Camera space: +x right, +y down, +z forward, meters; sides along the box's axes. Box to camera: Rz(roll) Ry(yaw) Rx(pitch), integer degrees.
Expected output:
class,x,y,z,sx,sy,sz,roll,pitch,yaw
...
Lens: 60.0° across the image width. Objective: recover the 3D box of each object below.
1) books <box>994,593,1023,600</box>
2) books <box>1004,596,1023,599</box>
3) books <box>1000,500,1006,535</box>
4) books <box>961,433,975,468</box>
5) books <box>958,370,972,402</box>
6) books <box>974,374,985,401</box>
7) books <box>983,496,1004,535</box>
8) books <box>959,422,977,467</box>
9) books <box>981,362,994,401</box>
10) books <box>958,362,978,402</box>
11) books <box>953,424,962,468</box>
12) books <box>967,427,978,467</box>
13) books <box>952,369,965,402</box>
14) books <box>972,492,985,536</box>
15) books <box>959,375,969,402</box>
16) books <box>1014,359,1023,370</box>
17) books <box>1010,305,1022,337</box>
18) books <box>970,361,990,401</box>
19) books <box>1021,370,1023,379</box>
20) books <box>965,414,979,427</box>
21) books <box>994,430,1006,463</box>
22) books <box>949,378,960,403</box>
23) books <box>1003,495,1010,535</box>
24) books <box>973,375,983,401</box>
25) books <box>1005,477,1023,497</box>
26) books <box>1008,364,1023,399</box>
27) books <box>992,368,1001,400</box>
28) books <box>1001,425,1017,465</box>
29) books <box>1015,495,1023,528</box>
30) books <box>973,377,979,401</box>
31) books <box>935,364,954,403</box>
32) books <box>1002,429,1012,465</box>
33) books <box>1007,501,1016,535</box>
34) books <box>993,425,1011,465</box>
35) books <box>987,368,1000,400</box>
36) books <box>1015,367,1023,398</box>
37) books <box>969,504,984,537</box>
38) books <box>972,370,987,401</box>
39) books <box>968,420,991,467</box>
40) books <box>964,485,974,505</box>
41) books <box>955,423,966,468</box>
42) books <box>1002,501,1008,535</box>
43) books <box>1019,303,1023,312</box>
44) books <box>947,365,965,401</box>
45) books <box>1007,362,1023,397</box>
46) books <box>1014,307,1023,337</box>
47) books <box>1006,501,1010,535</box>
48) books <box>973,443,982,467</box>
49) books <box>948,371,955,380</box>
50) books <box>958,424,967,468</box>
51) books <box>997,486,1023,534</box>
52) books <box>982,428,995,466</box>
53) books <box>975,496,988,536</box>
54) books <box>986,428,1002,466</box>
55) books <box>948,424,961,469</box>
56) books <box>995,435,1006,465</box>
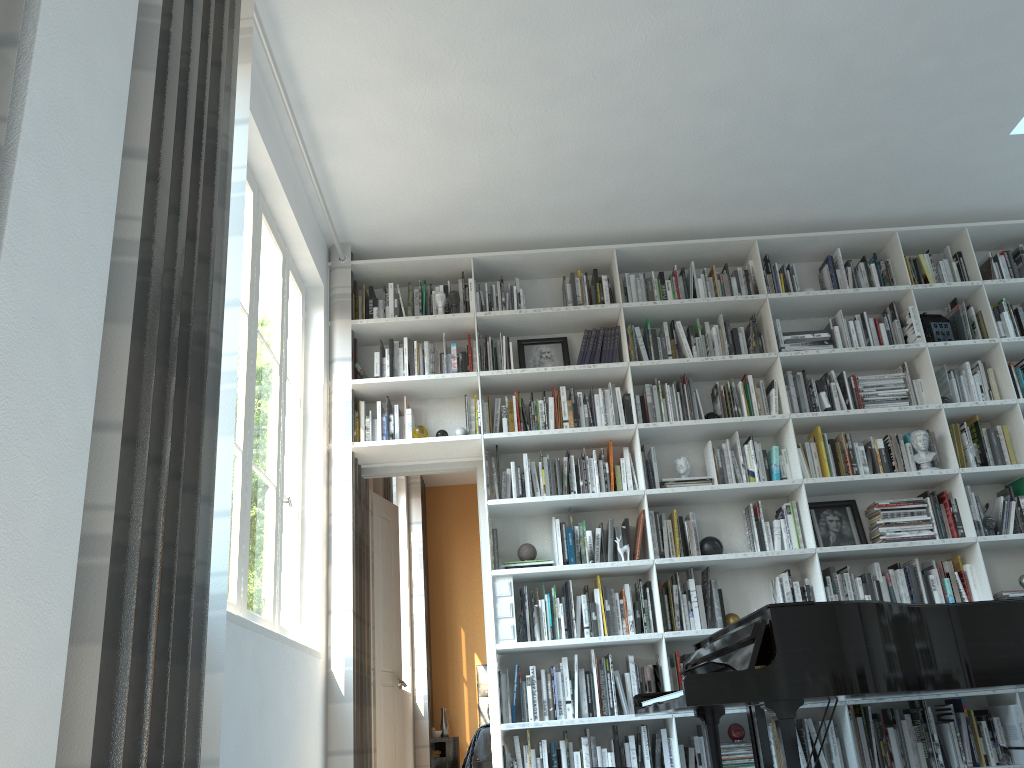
class,x,y,z,sx,sy,sz,roll,pitch,yaw
books,2.674,1.106,4.618,0.254,0.012,0.161,-4,-22,-1
books,2.676,1.121,4.624,0.254,0.012,0.161,-6,-22,3
books,2.617,0.754,4.809,0.089,0.209,0.176,-4,-22,-1
books,2.515,0.409,4.952,0.015,0.231,0.181,-4,-21,-1
books,2.578,0.062,5.090,0.023,0.235,0.179,-4,-21,-1
books,2.651,0.067,5.080,0.029,0.210,0.158,-4,-21,-1
books,2.599,0.745,4.808,0.095,0.227,0.190,-4,-22,-1
books,2.530,0.378,4.961,0.019,0.293,0.164,-4,-21,-1
books,2.701,0.035,5.100,0.025,0.276,0.173,-4,-21,-1
books,2.593,0.035,5.077,0.028,0.274,0.187,-4,-21,-1
books,2.468,0.388,4.970,0.035,0.292,0.145,-4,-21,-1
books,2.550,0.393,4.980,0.035,0.277,0.139,-4,-21,-1
books,2.536,0.061,5.096,0.028,0.249,0.165,-4,-21,-1
books,2.508,0.741,4.838,0.012,0.265,0.158,-4,-21,-1
books,2.563,0.079,5.089,0.023,0.206,0.171,-4,-22,-1
books,2.944,0.012,5.093,0.014,0.279,0.178,-4,-21,-1
books,2.962,-0.317,5.254,0.012,0.275,0.133,-4,-21,-1
books,2.684,0.029,5.104,0.028,0.292,0.155,-4,-21,-1
books,2.927,0.050,5.099,0.026,0.215,0.162,-4,-21,-1
books,2.605,0.355,4.975,0.021,0.336,0.170,-4,-21,-1
books,2.700,0.397,4.965,0.028,0.238,0.146,-4,-21,-1
books,2.502,0.087,5.069,0.028,0.185,0.182,-4,-22,-1
books,2.658,0.742,4.829,0.094,0.237,0.150,-4,-21,-1
books,2.631,0.075,5.077,0.027,0.195,0.186,-4,-22,-1
books,2.787,0.689,4.839,0.014,0.323,0.183,-4,-21,-1
books,2.858,0.036,5.093,0.014,0.246,0.177,-4,-21,-1
books,2.737,0.051,5.092,0.026,0.237,0.173,-4,-21,-1
books,2.761,0.382,4.978,0.033,0.267,0.142,-4,-21,-1
books,2.748,0.736,4.812,0.029,0.222,0.171,-4,-21,-1
books,2.612,0.075,5.073,0.024,0.194,0.173,-4,-22,-1
books,2.486,0.049,5.107,0.018,0.284,0.160,-4,-21,-1
books,2.742,0.394,4.976,0.019,0.246,0.149,-4,-21,-1
books,2.676,0.758,4.821,0.091,0.204,0.170,-4,-22,-1
books,2.723,0.381,4.965,0.032,0.265,0.143,-4,-21,-1
books,2.719,0.050,5.076,0.028,0.229,0.177,-4,-21,-1
books,2.907,0.041,5.100,0.013,0.235,0.158,-4,-21,-1
books,2.478,0.768,4.801,0.027,0.191,0.183,-4,-22,-1
books,2.669,0.057,5.091,0.024,0.233,0.150,-4,-21,-1
books,2.594,0.370,4.949,0.019,0.292,0.183,-4,-21,-1
books,2.494,0.719,4.836,0.013,0.305,0.141,-4,-21,-1
books,2.480,0.381,4.957,0.035,0.292,0.145,-4,-21,-1
books,2.644,0.758,4.825,0.090,0.211,0.144,-4,-21,-1
books,3.043,-0.328,5.252,0.013,0.283,0.155,-4,-21,-1
books,2.550,0.048,5.102,0.019,0.274,0.146,-4,-21,-1
books,2.892,0.028,5.127,0.014,0.282,0.136,-4,-21,-1
books,2.983,-0.311,5.226,0.027,0.240,0.160,-4,-21,-1
books,2.663,0.757,4.833,0.090,0.214,0.139,-4,-21,-1
books,2.578,0.438,4.965,0.030,0.180,0.132,-4,-21,-1
books,2.519,0.067,5.099,0.024,0.241,0.160,-4,-21,-1
books,2.493,0.386,4.971,0.035,0.292,0.145,-4,-21,-1
books,2.725,0.716,4.842,0.013,0.284,0.139,-4,-21,-1
books,2.626,0.395,4.963,0.033,0.252,0.175,-4,-21,-1
books,2.532,0.748,4.836,0.035,0.247,0.141,-4,-21,-1
books,2.650,0.389,4.939,0.027,0.241,0.189,-4,-21,-1
books,2.455,0.384,4.960,0.035,0.292,0.145,-4,-21,-1
books,2.675,0.408,4.940,0.034,0.203,0.182,-4,-22,-1
